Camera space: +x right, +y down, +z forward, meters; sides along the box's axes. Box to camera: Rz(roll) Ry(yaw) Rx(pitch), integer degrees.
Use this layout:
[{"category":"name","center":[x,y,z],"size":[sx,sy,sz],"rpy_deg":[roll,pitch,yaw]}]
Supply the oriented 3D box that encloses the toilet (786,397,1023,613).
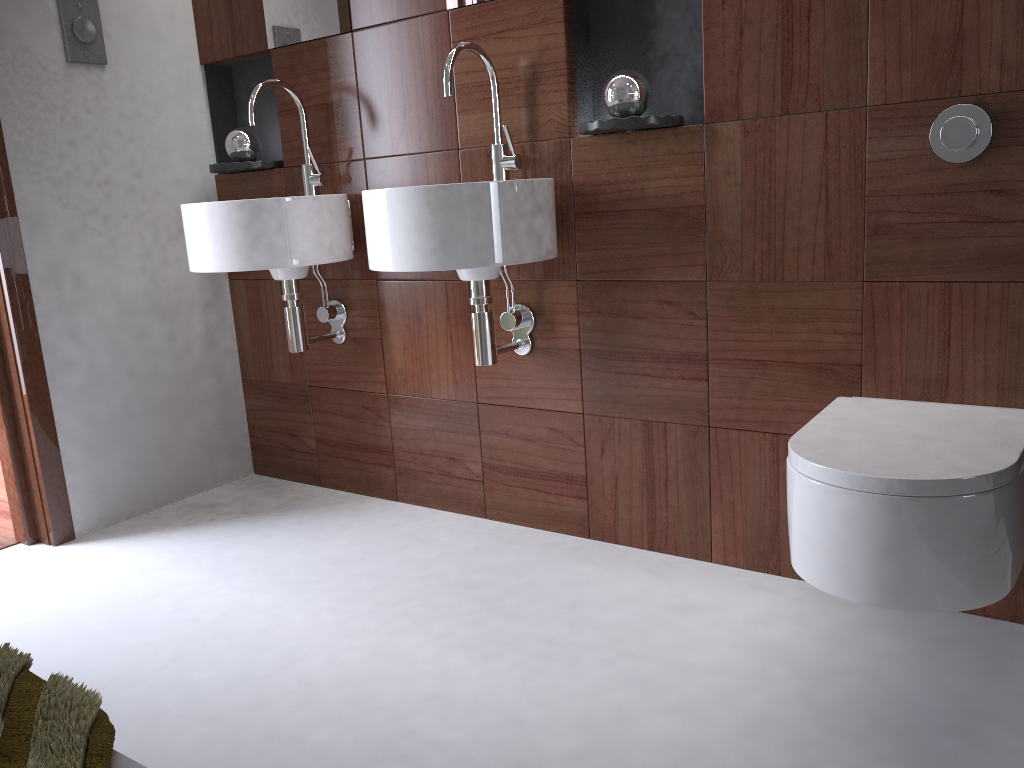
[{"category":"toilet","center":[0.653,0.206,1.449],"size":[0.329,0.284,0.547],"rpy_deg":[5,15,35]}]

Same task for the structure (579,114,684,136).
[{"category":"structure","center":[0.253,-0.551,1.887],"size":[0.220,0.023,0.222],"rpy_deg":[2,13,25]}]

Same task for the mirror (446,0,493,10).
[{"category":"mirror","center":[-0.041,-1.179,1.930],"size":[0.316,0.635,0.010],"rpy_deg":[5,15,35]}]

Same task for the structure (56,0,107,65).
[{"category":"structure","center":[-1.125,-0.927,2.325],"size":[0.028,0.164,0.109],"rpy_deg":[5,15,35]}]

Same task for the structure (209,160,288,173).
[{"category":"structure","center":[-0.772,-0.637,2.602],"size":[0.222,0.023,0.220],"rpy_deg":[-5,12,-4]}]

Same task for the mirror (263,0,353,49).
[{"category":"mirror","center":[-0.560,-1.223,2.291],"size":[0.316,0.635,0.010],"rpy_deg":[5,15,35]}]

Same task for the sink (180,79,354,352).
[{"category":"sink","center":[-0.629,-0.419,2.294],"size":[0.415,0.715,0.417],"rpy_deg":[5,15,35]}]

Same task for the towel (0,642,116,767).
[{"category":"towel","center":[-0.679,0.428,0.839],"size":[0.890,0.452,0.349],"rpy_deg":[3,14,29]}]

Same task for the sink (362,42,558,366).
[{"category":"sink","center":[-0.112,-0.375,1.933],"size":[0.415,0.715,0.417],"rpy_deg":[5,15,35]}]

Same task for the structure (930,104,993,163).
[{"category":"structure","center":[0.767,-0.429,1.520],"size":[0.098,0.098,0.034],"rpy_deg":[5,15,35]}]

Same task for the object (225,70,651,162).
[{"category":"object","center":[-0.269,-0.649,2.221],"size":[1.350,0.104,0.104],"rpy_deg":[5,15,35]}]
